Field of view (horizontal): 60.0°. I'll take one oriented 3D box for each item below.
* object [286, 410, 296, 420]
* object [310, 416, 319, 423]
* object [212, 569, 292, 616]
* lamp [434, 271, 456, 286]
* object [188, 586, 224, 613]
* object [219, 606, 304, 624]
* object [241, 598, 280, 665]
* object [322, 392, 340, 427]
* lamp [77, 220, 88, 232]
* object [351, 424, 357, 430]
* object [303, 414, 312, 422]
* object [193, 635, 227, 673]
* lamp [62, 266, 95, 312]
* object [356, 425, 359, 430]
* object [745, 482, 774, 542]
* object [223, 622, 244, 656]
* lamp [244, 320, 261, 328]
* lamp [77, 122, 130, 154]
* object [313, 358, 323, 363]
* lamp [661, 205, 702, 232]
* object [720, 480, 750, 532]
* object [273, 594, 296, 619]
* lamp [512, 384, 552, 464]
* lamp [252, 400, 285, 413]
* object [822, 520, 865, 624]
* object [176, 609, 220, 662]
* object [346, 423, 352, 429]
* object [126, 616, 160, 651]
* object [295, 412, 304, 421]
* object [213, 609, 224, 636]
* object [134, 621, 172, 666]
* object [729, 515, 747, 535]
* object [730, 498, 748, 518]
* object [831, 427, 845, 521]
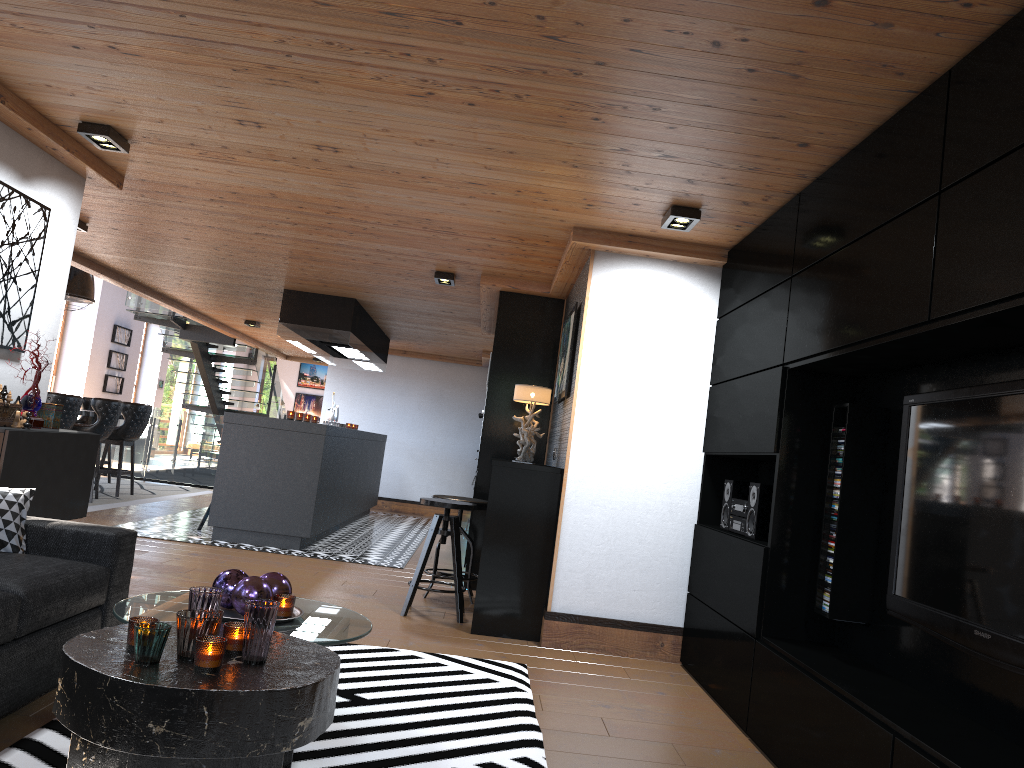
[{"bbox_3d":[-1.962,0.279,7.857,0.078,0.081,0.080,3,-7,43],"label":"object"},{"bbox_3d":[-1.996,0.363,8.950,0.078,0.081,0.080,3,-7,43],"label":"object"},{"bbox_3d":[-0.937,0.757,3.205,0.286,0.143,0.262,9,-5,-18],"label":"object"},{"bbox_3d":[-0.528,-0.837,6.997,0.155,0.068,0.260,7,-5,-2],"label":"lamp"},{"bbox_3d":[-0.892,0.675,2.551,0.095,0.168,0.093,11,-6,-31],"label":"object"},{"bbox_3d":[-0.956,0.822,3.211,0.392,0.022,0.396,6,-5,17],"label":"object"},{"bbox_3d":[-0.709,0.693,2.477,0.095,0.168,0.093,11,-6,-31],"label":"object"},{"bbox_3d":[-2.292,0.331,11.347,0.226,0.453,0.224,8,-5,-2],"label":"object"},{"bbox_3d":[-3.337,-1.220,6.700,0.155,0.068,0.260,7,-5,-2],"label":"lamp"},{"bbox_3d":[-2.078,0.567,11.599,0.080,0.081,0.078,11,-6,-37],"label":"object"},{"bbox_3d":[-1.985,0.335,8.586,0.078,0.081,0.080,3,-7,43],"label":"object"},{"bbox_3d":[-0.798,0.713,2.338,0.079,0.081,0.079,6,-5,13],"label":"object"},{"bbox_3d":[-4.786,-3.155,10.268,0.614,4.692,0.628,2,-8,43],"label":"lamp"},{"bbox_3d":[-2.084,0.581,11.788,0.080,0.081,0.078,11,-6,-37],"label":"object"},{"bbox_3d":[1.274,0.623,4.248,0.265,0.266,0.156,8,-5,-2],"label":"object"},{"bbox_3d":[-0.791,0.731,2.541,0.079,0.081,0.079,6,-5,13],"label":"object"},{"bbox_3d":[-3.501,-0.816,11.959,0.155,0.068,0.260,7,-5,-2],"label":"lamp"},{"bbox_3d":[-2.037,-1.237,4.433,0.155,0.068,0.260,7,-5,-2],"label":"lamp"},{"bbox_3d":[-3.647,-0.453,16.676,0.155,0.068,0.260,7,-5,-2],"label":"object"},{"bbox_3d":[0.868,-0.855,4.558,0.155,0.068,0.260,7,-5,-2],"label":"lamp"},{"bbox_3d":[1.260,0.658,4.702,0.265,0.266,0.156,8,-5,-2],"label":"object"},{"bbox_3d":[-0.824,0.804,3.191,0.079,0.081,0.079,6,-5,13],"label":"object"},{"bbox_3d":[0.112,0.275,5.949,0.247,0.517,0.247,7,-5,2],"label":"lamp"},{"bbox_3d":[-7.180,1.234,25.387,0.523,1.902,1.329,5,-6,19],"label":"lamp"},{"bbox_3d":[1.338,0.744,3.534,0.125,0.379,0.125,8,-5,-2],"label":"object"},{"bbox_3d":[-0.871,0.692,2.434,0.114,0.122,0.112,10,-6,-26],"label":"object"},{"bbox_3d":[-2.066,0.537,11.218,0.080,0.081,0.078,11,-6,-37],"label":"object"},{"bbox_3d":[-1.027,0.694,2.459,0.079,0.081,0.079,6,-5,13],"label":"object"},{"bbox_3d":[-1.973,0.307,8.221,0.078,0.081,0.080,3,-7,43],"label":"object"},{"bbox_3d":[-0.917,0.725,2.675,0.079,0.081,0.079,6,-5,13],"label":"object"},{"bbox_3d":[-0.954,0.685,2.336,0.091,0.099,0.093,4,-6,35],"label":"object"},{"bbox_3d":[1.259,0.728,4.466,0.259,0.088,0.284,7,-5,-2],"label":"object"},{"bbox_3d":[1.264,0.642,4.474,0.270,0.088,0.284,7,-5,-2],"label":"object"},{"bbox_3d":[1.386,0.369,3.570,0.125,0.380,0.125,8,-5,-2],"label":"object"}]
